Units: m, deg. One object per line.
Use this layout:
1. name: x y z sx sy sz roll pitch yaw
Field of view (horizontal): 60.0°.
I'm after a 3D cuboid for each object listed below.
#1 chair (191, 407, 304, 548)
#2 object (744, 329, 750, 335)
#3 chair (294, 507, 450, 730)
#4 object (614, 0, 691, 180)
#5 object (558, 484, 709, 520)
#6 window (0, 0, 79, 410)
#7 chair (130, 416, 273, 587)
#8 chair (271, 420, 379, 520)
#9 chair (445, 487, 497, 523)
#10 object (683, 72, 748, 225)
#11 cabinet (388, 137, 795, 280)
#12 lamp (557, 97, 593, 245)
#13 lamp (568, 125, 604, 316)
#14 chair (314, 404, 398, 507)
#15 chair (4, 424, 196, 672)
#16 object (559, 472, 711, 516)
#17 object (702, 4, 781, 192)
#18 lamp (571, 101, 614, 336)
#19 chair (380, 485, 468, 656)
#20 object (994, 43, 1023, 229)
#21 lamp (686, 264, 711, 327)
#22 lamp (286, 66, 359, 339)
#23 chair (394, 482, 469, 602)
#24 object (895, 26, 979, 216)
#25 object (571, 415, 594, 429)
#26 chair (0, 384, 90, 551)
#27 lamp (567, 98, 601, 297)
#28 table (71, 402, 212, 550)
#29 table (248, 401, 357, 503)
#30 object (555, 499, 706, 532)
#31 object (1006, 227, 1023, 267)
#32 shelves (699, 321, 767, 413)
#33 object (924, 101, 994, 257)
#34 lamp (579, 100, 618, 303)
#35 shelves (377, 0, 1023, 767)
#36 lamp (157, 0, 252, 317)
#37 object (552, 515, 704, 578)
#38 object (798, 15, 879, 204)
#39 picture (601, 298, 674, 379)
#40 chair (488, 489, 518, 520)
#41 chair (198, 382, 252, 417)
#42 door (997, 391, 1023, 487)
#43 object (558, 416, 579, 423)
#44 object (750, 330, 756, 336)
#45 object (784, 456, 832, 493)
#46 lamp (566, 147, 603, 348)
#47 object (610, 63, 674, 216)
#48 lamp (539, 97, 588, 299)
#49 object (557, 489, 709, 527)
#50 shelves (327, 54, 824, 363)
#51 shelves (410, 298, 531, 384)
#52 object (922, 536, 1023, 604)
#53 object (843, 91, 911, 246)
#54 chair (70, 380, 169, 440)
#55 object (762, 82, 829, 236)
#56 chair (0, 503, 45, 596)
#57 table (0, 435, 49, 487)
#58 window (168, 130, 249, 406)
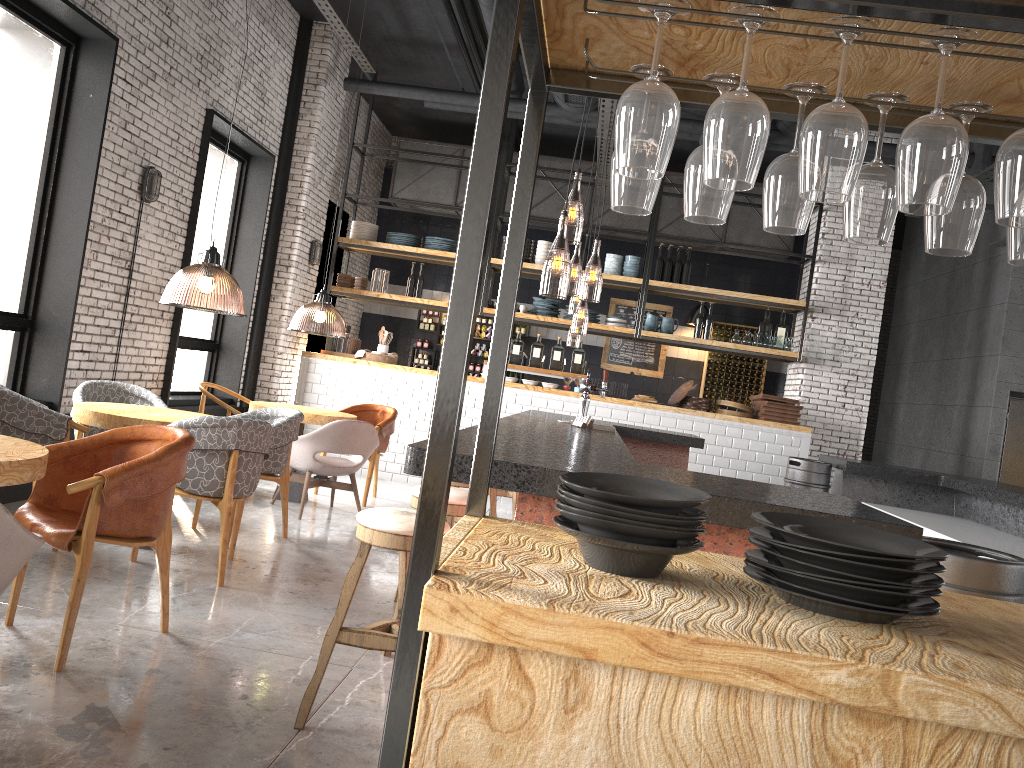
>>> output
1. chair: -1.748 0.609 6.023 0.643 0.929 0.682 9 -1 -40
2. object: 3.557 -0.788 13.402 0.079 0.079 0.283 9 0 5
3. chair: -0.429 0.860 3.149 0.480 0.806 0.439 9 -1 -36
4. object: 0.219 -0.461 1.390 0.101 0.267 0.101 9 -1 -31
5. object: 0.200 0.230 1.511 0.257 0.072 0.257 9 0 5
6. window: -3.339 -1.178 5.612 0.365 2.698 1.534 9 -1 5
7. chair: -1.713 0.618 5.003 0.680 0.929 0.644 9 -1 -40
8. chair: -1.512 0.673 7.298 0.769 0.851 0.803 9 0 -35
9. chair: -0.308 0.866 6.070 0.439 0.806 0.480 8 -1 44
10. object: 0.380 -0.438 1.662 0.101 0.267 0.101 9 -1 -31
11. cabinet: 1.105 -2.323 13.100 5.865 1.769 0.681 9 -1 5
12. lamp: 0.363 -1.404 3.854 0.108 1.599 0.108 8 -1 37
13. lamp: 0.573 -1.281 6.389 0.108 1.599 0.108 8 -1 37
14. chair: -1.403 0.652 8.395 0.682 0.929 0.643 8 -1 28
15. chair: -1.664 0.630 3.695 0.682 0.929 0.642 8 -1 43
16. object: 0.205 0.205 1.511 0.257 0.076 0.256 9 0 42
17. object: 0.355 -0.440 1.377 0.101 0.267 0.101 9 -1 -31
18. lamp: 0.548 -1.111 5.731 0.108 1.599 0.108 9 -1 -13
19. chair: -0.374 0.893 4.315 0.480 0.806 0.439 9 -1 -16
20. object: 0.791 -0.375 1.337 0.101 0.267 0.101 9 -1 -31
21. lamp: 2.908 -1.355 13.458 0.390 0.937 0.390 8 -1 8
22. lamp: -1.538 -1.626 7.836 0.536 2.406 0.537 9 -1 -43
23. chair: -0.417 0.854 5.120 0.438 0.806 0.481 9 -1 -21
24. object: 0.645 -0.396 1.350 0.101 0.267 0.101 9 -1 -31
25. object: 0.489 0.254 6.141 0.091 0.091 0.178 9 0 -20
26. chair: -2.873 0.443 5.058 0.643 0.929 0.682 9 -1 -40
27. lamp: 0.453 -1.294 5.044 0.108 1.599 0.108 8 -1 37
28. table: -2.242 0.581 5.444 0.931 0.810 0.933 9 0 -37
29. table: -1.895 0.624 7.825 0.930 0.810 0.933 9 0 -42
30. object: 0.197 0.252 1.511 0.257 0.075 0.256 9 0 31
31. object: 0.961 -0.350 1.608 0.101 0.267 0.101 8 -1 36
32. shelves: 3.324 0.177 13.483 0.889 2.149 0.250 9 -1 5
33. object: 0.816 -0.372 1.622 0.101 0.267 0.101 9 -1 -31
34. lamp: 0.490 -1.134 4.412 0.108 1.462 0.108 9 -1 -23
35. shelves: 1.896 -0.907 1.388 3.660 5.020 0.689 9 -1 5
36. lamp: -1.743 -1.648 5.528 0.536 2.406 0.537 9 -1 -43
37. object: 0.192 0.282 1.510 0.257 0.067 0.257 9 0 -2
38. object: 0.500 -0.418 1.364 0.101 0.267 0.101 9 -1 -31
39. picture: 1.948 -0.716 13.849 0.980 1.142 0.020 9 -1 5
40. chair: -0.181 0.879 7.762 0.438 0.806 0.481 9 -1 -26
41. chair: -2.622 0.473 7.986 0.644 0.921 0.612 8 -1 12
42. door: 6.276 1.194 10.573 1.120 2.103 0.158 9 -1 5
43. object: 0.479 0.242 6.972 0.200 0.106 0.766 9 0 5
44. object: 3.650 -0.774 13.397 0.079 0.079 0.283 9 0 5
45. object: 2.553 1.180 7.810 0.400 1.035 0.397 8 -1 40
46. lamp: 0.595 -1.079 6.973 0.108 1.599 0.108 8 -1 37
47. object: 0.244 -0.458 1.675 0.101 0.267 0.101 9 -1 -31
48. lamp: 0.271 -1.114 3.311 0.108 1.599 0.108 8 -1 37
49. object: 0.199 0.234 1.510 0.257 0.072 0.257 9 0 -23
50. shelves: 0.798 -2.195 10.827 5.678 3.067 0.597 9 -1 5
51. shelves: -0.670 -0.534 13.904 1.761 1.483 0.157 9 -1 5
52. object: 1.287 1.009 2.687 0.400 1.035 0.397 8 -1 40
53. object: 0.671 -0.394 1.635 0.101 0.267 0.101 9 -1 -31
54. chair: -2.703 0.464 6.043 0.680 0.929 0.644 9 -1 -40
55. object: 0.526 -0.416 1.649 0.101 0.267 0.101 9 -1 -31
56. chair: -1.830 0.643 2.593 0.769 0.851 0.803 9 0 -35
57. table: -2.213 0.594 3.120 0.931 0.810 0.933 9 0 -37
58. window: -3.057 -1.148 8.801 0.365 2.698 1.534 9 -1 5
